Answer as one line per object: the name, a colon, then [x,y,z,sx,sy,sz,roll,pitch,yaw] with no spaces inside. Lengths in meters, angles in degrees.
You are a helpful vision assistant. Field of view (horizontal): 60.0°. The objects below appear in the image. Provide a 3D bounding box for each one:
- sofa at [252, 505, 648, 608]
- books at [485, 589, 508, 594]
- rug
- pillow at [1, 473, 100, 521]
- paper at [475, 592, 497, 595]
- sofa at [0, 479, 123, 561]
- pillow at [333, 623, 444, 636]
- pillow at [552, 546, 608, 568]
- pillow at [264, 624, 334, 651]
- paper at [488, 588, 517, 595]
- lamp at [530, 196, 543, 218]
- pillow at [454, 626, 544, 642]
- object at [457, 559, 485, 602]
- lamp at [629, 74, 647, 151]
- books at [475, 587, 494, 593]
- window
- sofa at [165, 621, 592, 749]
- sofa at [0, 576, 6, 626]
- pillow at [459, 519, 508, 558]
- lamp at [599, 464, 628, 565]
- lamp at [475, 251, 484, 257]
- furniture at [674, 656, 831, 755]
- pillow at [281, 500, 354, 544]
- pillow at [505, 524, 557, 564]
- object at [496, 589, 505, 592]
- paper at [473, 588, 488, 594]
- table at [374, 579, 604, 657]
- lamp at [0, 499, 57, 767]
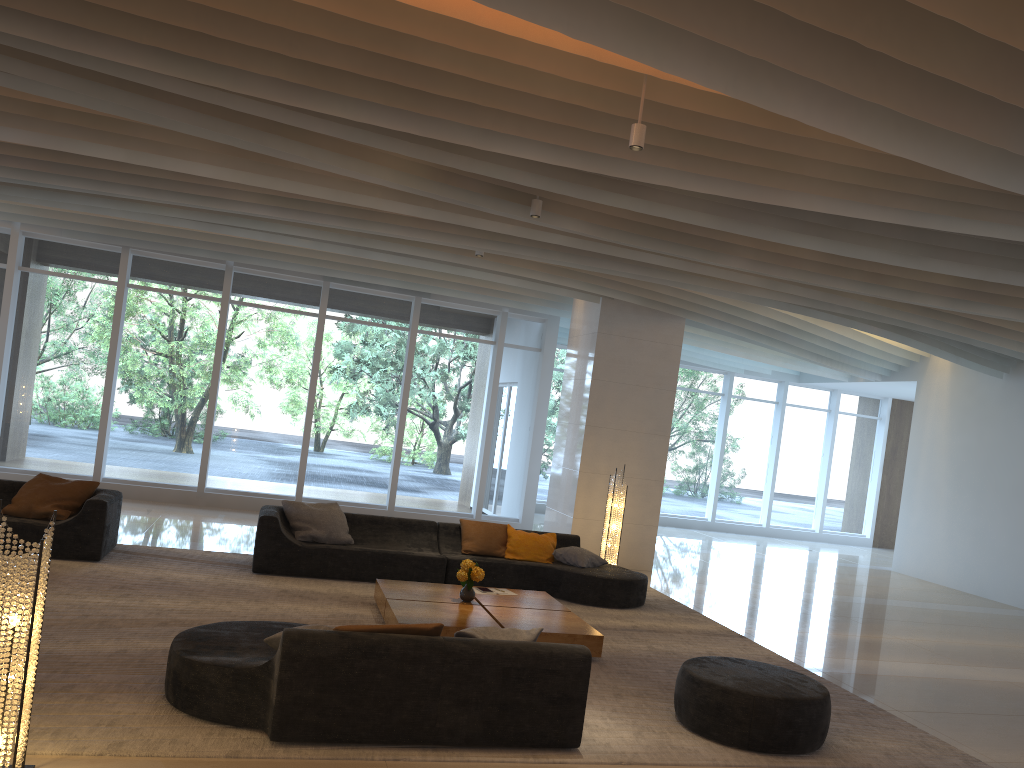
sofa: [-0.591,1.826,9.487,4.211,0.582,1.329,8,-2,-10]
books: [-0.174,1.887,8.080,0.216,0.011,0.178,9,-3,-34]
rug: [-5.408,1.333,5.901,16.399,0.022,5.454,8,-3,-16]
pillow: [-4.418,1.085,8.505,0.636,0.378,0.550,7,-2,6]
paper: [-0.273,1.877,8.044,0.200,0.001,0.259,9,-3,-24]
sofa: [-5.775,1.069,7.794,4.193,0.583,1.336,8,-2,-18]
pillow: [-0.701,1.452,4.902,0.610,0.392,0.393,8,-1,-13]
pillow: [0.758,1.930,9.831,0.431,0.209,0.598,6,-3,35]
pillow: [-1.079,1.444,4.975,0.423,0.247,0.477,7,-2,20]
paper: [-0.082,1.906,8.137,0.189,0.001,0.252,9,-3,-28]
lamp: [0.290,-2.136,7.366,0.087,1.506,0.090,8,1,30]
pillow: [-0.113,1.536,5.189,0.571,0.345,0.452,8,-1,-17]
object: [-0.360,1.653,7.491,0.238,0.377,0.263,8,0,-13]
lamp: [0.840,-2.154,5.295,0.087,1.506,0.090,8,1,30]
books: [-0.252,1.872,8.061,0.113,0.011,0.178,9,-3,-24]
window: [-8.175,-0.737,9.355,21.703,3.221,55.595,5,-3,40]
sofa: [-0.819,1.612,5.218,2.278,0.577,1.340,8,-2,-16]
sofa: [-4.512,1.066,3.929,3.819,0.582,0.931,8,-2,-16]
pillow: [-0.284,1.710,9.716,0.583,0.374,0.366,8,-1,-17]
lamp: [1.250,1.706,10.934,0.253,1.451,0.247,7,0,-15]
lamp: [-0.252,-2.115,9.475,0.087,1.506,0.090,8,1,30]
furniture: [1.547,2.055,5.736,0.988,0.364,0.979,8,-2,-6]
pillow: [-2.017,1.433,9.223,0.652,0.377,0.536,9,-2,-38]
pillow: [0.211,1.794,9.804,0.610,0.403,0.472,8,-1,-9]
object: [-0.130,1.891,8.111,0.107,0.014,0.177,9,-3,-34]
paper: [-0.269,1.877,8.049,0.189,0.001,0.253,9,-3,-23]
table: [-0.267,1.963,7.432,1.618,0.220,1.584,8,-3,-15]
lamp: [-2.102,1.077,3.726,0.253,1.198,0.247,7,0,-15]
